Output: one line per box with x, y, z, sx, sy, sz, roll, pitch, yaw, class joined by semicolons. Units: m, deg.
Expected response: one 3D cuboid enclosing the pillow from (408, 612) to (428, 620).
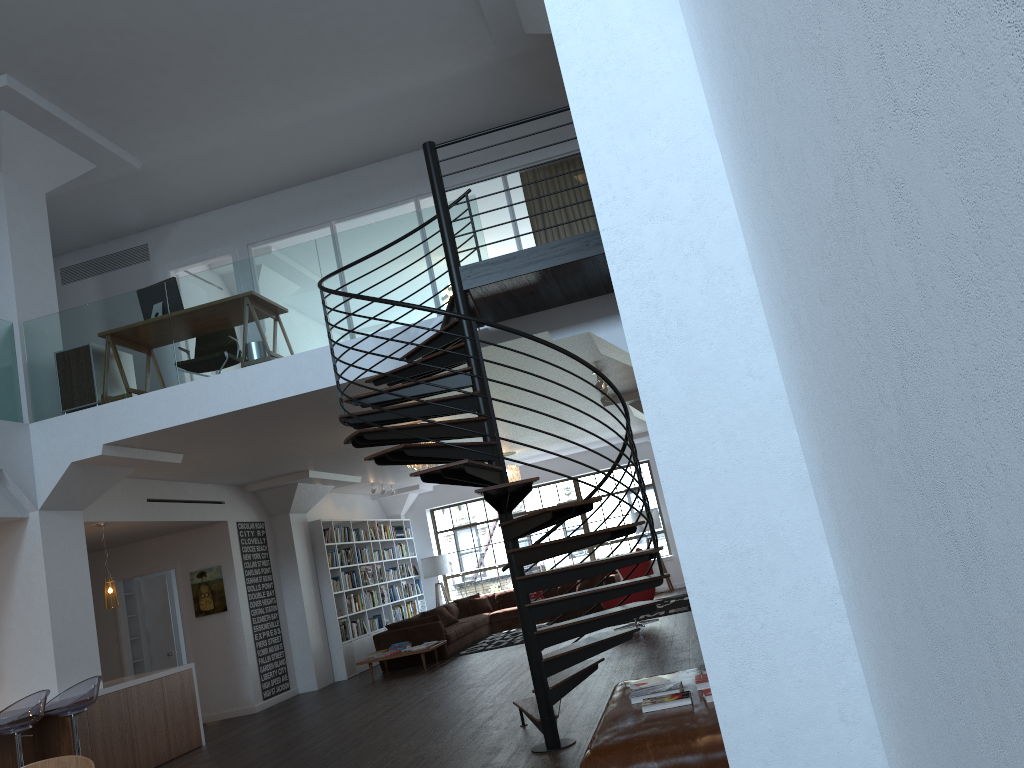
-1.386;3.741;13.772;0.269;0.411;0.559;-5;-13;-34;pillow

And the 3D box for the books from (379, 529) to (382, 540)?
-2.472;2.765;16.221;0.144;0.207;0.048;-14;-11;9;books

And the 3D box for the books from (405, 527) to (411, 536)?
-2.130;3.014;17.944;0.140;0.231;0.042;-14;-11;9;books

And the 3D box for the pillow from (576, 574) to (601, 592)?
1.396;3.640;16.295;0.542;0.362;0.248;-18;-12;29;pillow

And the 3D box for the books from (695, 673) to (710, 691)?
1.038;1.434;4.327;0.283;0.043;0.197;-14;-11;8;books

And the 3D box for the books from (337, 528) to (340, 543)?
-2.869;2.456;14.283;0.174;0.242;0.105;-14;-11;9;books

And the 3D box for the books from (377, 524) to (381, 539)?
-2.485;2.713;16.184;0.140;0.298;0.044;-14;-11;9;books

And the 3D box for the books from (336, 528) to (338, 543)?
-2.883;2.446;14.233;0.170;0.251;0.118;-14;-11;9;books

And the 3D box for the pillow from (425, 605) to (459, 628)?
-1.208;3.998;15.170;0.325;0.391;0.625;-17;-12;25;pillow

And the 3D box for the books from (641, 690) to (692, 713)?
0.712;1.459;4.074;0.224;0.032;0.161;-14;-11;9;books

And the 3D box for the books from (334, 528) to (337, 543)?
-2.893;2.441;14.191;0.159;0.248;0.089;-14;-11;9;books

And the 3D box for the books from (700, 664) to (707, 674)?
1.119;1.478;4.634;0.254;0.044;0.183;-13;-11;4;books

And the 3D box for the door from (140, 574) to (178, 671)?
-5.189;3.820;12.691;0.826;2.032;0.174;-14;-11;9;door

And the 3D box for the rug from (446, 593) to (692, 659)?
1.277;3.796;14.238;4.200;0.007;3.100;-14;-11;10;rug

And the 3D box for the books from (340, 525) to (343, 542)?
-2.854;2.459;14.435;0.197;0.290;0.136;-14;-11;9;books

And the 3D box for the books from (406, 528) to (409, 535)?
-2.148;3.012;17.830;0.127;0.200;0.020;-14;-11;9;books

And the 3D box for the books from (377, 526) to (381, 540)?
-2.506;2.734;16.133;0.189;0.247;0.057;-14;-11;9;books

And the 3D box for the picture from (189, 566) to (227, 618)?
-4.030;2.755;11.767;0.450;0.600;0.030;-14;-11;9;picture

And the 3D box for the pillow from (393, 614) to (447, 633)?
-1.392;3.734;13.500;0.750;0.364;0.289;-14;-11;8;pillow

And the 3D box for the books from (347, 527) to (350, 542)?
-2.783;2.515;14.714;0.182;0.255;0.077;-14;-11;9;books

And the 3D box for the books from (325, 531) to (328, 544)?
-2.964;2.404;13.826;0.167;0.210;0.162;-14;-11;9;books

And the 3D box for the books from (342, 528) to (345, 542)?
-2.822;2.485;14.498;0.159;0.248;0.089;-14;-11;9;books

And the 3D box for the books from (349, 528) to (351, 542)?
-2.776;2.537;14.781;0.167;0.233;0.077;-14;-11;9;books

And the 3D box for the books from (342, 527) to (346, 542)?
-2.814;2.488;14.530;0.182;0.253;0.098;-14;-11;9;books

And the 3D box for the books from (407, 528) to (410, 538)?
-2.140;3.018;17.861;0.136;0.196;0.045;-14;-11;9;books

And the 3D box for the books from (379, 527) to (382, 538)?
-2.482;2.759;16.269;0.159;0.241;0.038;-14;-11;9;books

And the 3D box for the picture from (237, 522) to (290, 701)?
-3.429;3.082;12.267;0.021;2.380;0.800;-14;-11;9;picture

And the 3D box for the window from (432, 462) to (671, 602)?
0.733;3.032;18.127;4.648;1.905;0.114;-14;-11;9;window

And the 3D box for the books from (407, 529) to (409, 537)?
-2.144;3.018;17.806;0.128;0.178;0.022;-14;-11;9;books

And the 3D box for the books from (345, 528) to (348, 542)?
-2.800;2.505;14.614;0.174;0.243;0.085;-14;-11;9;books

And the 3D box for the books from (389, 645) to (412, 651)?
-1.628;3.882;13.003;0.312;0.037;0.216;-12;-11;-1;books

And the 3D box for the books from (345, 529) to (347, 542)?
-2.815;2.496;14.577;0.182;0.255;0.077;-14;-11;9;books

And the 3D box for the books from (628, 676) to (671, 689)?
0.723;1.574;4.657;0.161;0.031;0.223;-10;-11;-13;books

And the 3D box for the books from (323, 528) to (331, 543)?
-2.940;2.403;13.956;0.159;0.248;0.089;-14;-11;9;books

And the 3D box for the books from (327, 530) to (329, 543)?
-2.944;2.407;13.889;0.161;0.218;0.101;-14;-11;9;books

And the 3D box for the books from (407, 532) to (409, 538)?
-2.150;3.015;17.786;0.128;0.178;0.021;-14;-11;9;books

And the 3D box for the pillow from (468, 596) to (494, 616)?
-0.611;4.149;16.597;0.489;0.337;0.238;-8;-12;-21;pillow

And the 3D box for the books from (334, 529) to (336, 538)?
-2.888;2.448;14.157;0.161;0.222;0.084;-14;-11;9;books

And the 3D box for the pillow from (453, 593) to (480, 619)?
-0.780;4.191;16.724;0.580;0.418;0.334;-9;-11;-17;pillow

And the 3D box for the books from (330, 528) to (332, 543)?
-2.931;2.407;13.998;0.170;0.251;0.118;-14;-11;9;books

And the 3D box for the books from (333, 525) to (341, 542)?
-2.862;2.447;14.374;0.176;0.293;0.125;-14;-11;9;books

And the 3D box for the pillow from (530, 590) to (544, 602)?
0.388;3.947;16.574;0.465;0.308;0.220;-13;-11;5;pillow

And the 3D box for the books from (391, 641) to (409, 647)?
-1.642;3.818;13.018;0.224;0.027;0.157;-15;-11;14;books

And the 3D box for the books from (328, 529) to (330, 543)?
-2.936;2.409;13.922;0.161;0.222;0.084;-14;-11;9;books

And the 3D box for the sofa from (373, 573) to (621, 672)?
0.008;3.875;15.005;3.481;0.664;4.197;-14;-11;9;sofa

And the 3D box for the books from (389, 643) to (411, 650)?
-1.639;3.849;13.014;0.279;0.035;0.191;-16;-11;19;books

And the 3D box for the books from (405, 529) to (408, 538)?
-2.165;3.009;17.736;0.128;0.178;0.022;-14;-11;9;books

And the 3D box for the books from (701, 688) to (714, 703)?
0.977;1.389;4.005;0.224;0.036;0.161;-13;-11;3;books

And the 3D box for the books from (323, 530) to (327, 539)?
-2.973;2.386;13.738;0.182;0.215;0.188;-14;-11;9;books

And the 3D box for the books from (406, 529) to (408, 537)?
-2.162;3.010;17.762;0.134;0.184;0.030;-14;-11;9;books

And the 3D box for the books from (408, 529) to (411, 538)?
-2.129;3.026;17.900;0.139;0.191;0.036;-14;-11;9;books

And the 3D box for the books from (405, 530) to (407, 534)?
-2.159;3.007;17.716;0.109;0.171;0.018;-14;-11;9;books

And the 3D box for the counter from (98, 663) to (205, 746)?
-3.671;2.747;5.653;3.039;0.860;8.182;-8;-11;-20;counter

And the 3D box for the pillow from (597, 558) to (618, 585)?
1.609;3.536;16.439;0.651;0.587;0.335;-10;-11;-12;pillow

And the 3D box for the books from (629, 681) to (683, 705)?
0.707;1.510;4.340;0.247;0.040;0.185;-14;-11;12;books
